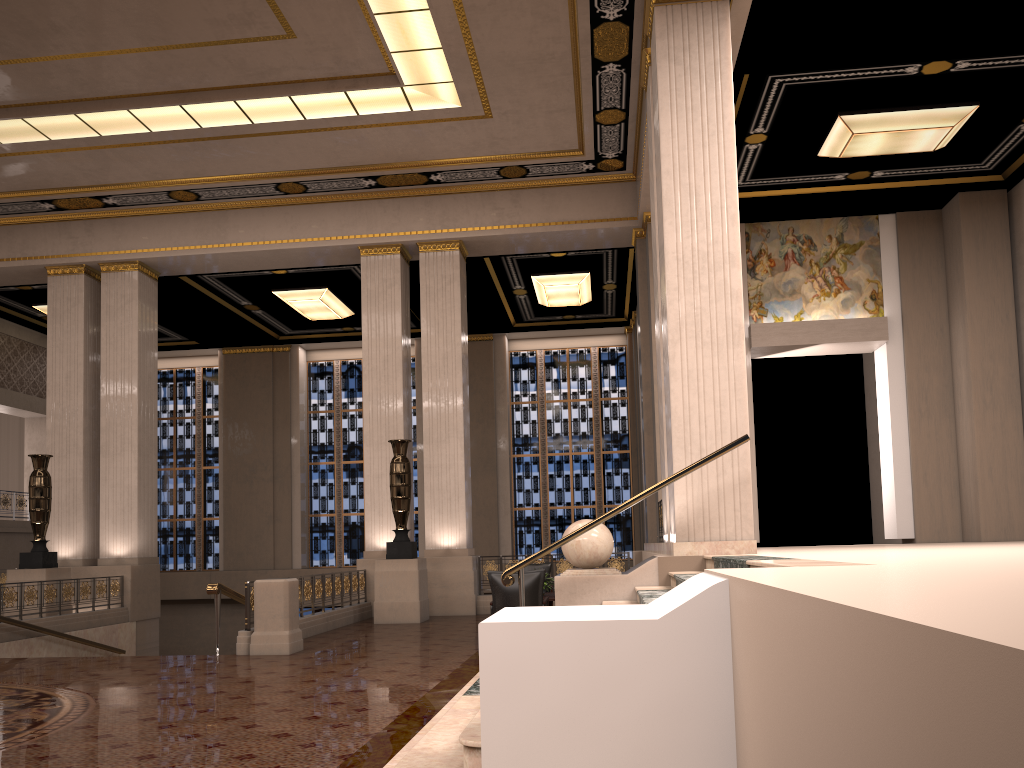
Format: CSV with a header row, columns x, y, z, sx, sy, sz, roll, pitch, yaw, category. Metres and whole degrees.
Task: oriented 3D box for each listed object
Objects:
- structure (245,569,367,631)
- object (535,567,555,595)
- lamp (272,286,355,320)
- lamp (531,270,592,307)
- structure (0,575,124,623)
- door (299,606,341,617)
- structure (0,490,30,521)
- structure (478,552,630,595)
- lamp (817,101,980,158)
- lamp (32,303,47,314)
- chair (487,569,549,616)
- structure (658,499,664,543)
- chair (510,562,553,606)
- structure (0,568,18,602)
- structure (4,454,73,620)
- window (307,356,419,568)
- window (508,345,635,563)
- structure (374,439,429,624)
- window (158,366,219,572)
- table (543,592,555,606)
x,y,z,sx,sy,sz,roll,pitch,yaw,category
-2.679,2.889,12.118,0.079,0.531,5.001,-2,-10,5,structure
0.337,2.625,11.722,0.505,0.373,0.528,-8,-11,38,object
-4.247,-1.694,19.041,1.168,0.212,2.043,-3,-10,6,lamp
1.071,-1.944,18.481,1.168,0.212,2.043,-3,-10,6,lamp
-6.886,3.087,12.561,0.079,0.531,5.001,-2,-10,6,structure
-4.786,6.864,21.899,1.492,2.701,0.156,-2,-4,6,door
-11.088,2.719,19.600,0.031,0.660,2.183,-2,-10,6,structure
0.696,3.159,14.671,2.535,0.649,0.032,-3,-4,6,structure
5.080,-3.306,11.717,1.716,0.212,1.183,-3,-10,6,lamp
-9.475,-1.448,19.591,1.168,0.212,2.043,-3,-10,6,lamp
0.089,2.519,9.989,0.648,0.836,0.725,-2,-7,6,chair
2.063,1.793,11.676,0.032,0.617,3.742,-2,-10,6,structure
0.305,3.147,13.416,0.647,0.836,0.726,-2,-7,1,chair
-9.684,3.647,15.763,2.535,0.649,0.032,-3,-4,6,structure
-7.610,2.534,14.198,0.700,2.765,0.706,-2,-4,6,structure
-3.778,1.996,22.595,2.989,5.314,0.070,-2,-4,6,window
1.470,1.749,22.043,2.989,5.314,0.070,-2,-4,6,window
-1.717,2.257,13.578,0.700,2.765,0.706,-2,-4,6,structure
-8.850,2.235,23.129,2.989,5.314,0.070,-2,-4,6,window
0.364,3.030,11.705,0.839,0.431,1.494,-3,-10,6,table
